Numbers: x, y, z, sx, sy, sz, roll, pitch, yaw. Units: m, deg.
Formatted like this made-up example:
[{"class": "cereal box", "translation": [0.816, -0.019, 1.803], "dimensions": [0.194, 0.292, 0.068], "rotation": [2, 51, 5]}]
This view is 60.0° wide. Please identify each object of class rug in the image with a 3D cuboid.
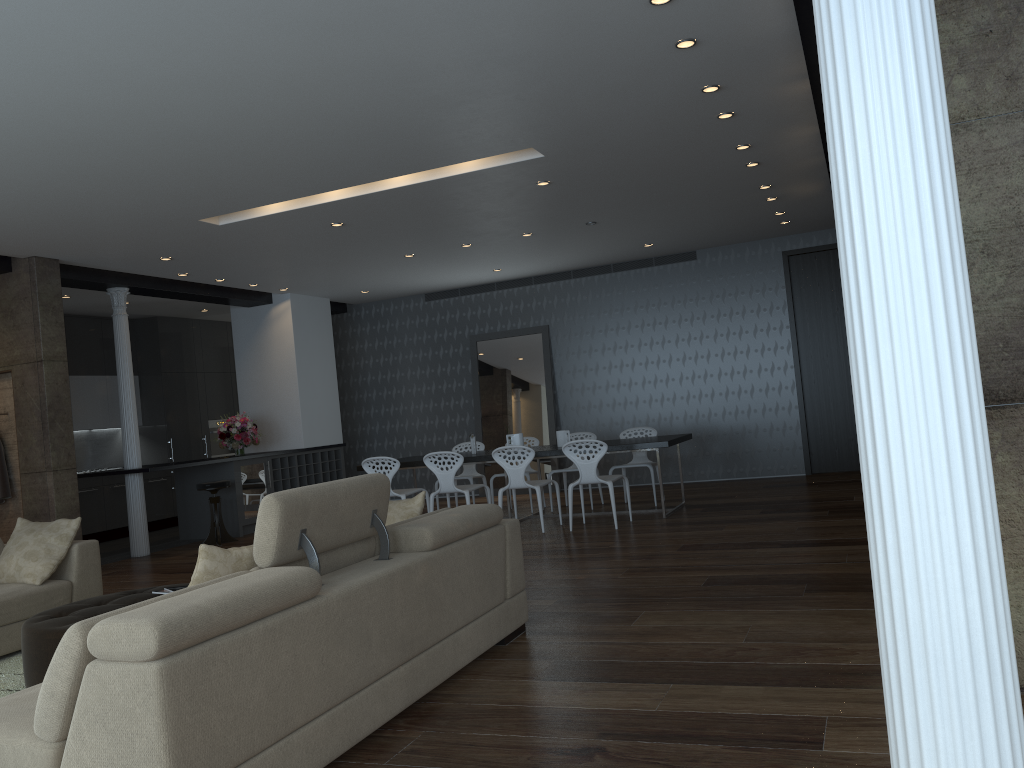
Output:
[{"class": "rug", "translation": [-2.218, 1.485, 3.750], "dimensions": [2.972, 0.020, 4.231], "rotation": [-6, -2, 22]}]

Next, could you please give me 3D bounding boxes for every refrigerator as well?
[{"class": "refrigerator", "translation": [-3.119, 1.287, 10.728], "dimensions": [0.075, 0.774, 0.578], "rotation": [-7, -2, 26]}]

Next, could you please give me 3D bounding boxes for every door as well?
[{"class": "door", "translation": [4.020, -0.314, 10.999], "dimensions": [1.000, 2.814, 0.246], "rotation": [-6, -2, 22]}]

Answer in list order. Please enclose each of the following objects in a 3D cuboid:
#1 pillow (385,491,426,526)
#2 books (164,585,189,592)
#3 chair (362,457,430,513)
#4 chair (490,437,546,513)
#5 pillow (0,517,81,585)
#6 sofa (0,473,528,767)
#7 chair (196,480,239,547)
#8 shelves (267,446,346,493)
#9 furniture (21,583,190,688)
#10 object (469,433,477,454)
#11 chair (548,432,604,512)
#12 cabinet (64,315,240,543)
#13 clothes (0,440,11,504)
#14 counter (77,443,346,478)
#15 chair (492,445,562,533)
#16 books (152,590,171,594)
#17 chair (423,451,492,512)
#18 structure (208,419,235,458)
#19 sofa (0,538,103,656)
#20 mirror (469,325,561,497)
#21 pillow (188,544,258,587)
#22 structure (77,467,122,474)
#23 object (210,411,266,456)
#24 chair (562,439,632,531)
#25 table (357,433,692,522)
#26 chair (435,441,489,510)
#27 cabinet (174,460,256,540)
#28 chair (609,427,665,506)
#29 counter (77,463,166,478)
[{"class": "pillow", "translation": [-0.730, 0.791, 4.702], "dimensions": [0.518, 0.393, 0.395], "rotation": [-7, -2, 25]}, {"class": "books", "translation": [-1.707, 1.090, 4.722], "dimensions": [0.220, 0.040, 0.301], "rotation": [-5, -2, -33]}, {"class": "chair", "translation": [-1.198, 1.135, 9.037], "dimensions": [0.495, 0.835, 0.581], "rotation": [-6, -2, 22]}, {"class": "chair", "translation": [0.075, 1.046, 10.253], "dimensions": [0.495, 0.835, 0.581], "rotation": [-6, -2, 22]}, {"class": "pillow", "translation": [-3.034, 1.048, 5.633], "dimensions": [0.518, 0.393, 0.395], "rotation": [-6, -2, 18]}, {"class": "sofa", "translation": [-0.891, 0.883, 3.674], "dimensions": [1.021, 0.950, 2.581], "rotation": [-6, -2, 22]}, {"class": "chair", "translation": [-0.570, 1.237, 7.996], "dimensions": [21.556, 0.952, 16.134], "rotation": [-6, -2, 22]}, {"class": "shelves", "translation": [-3.085, 1.381, 11.947], "dimensions": [0.900, 0.897, 1.700], "rotation": [-6, -2, 22]}, {"class": "furniture", "translation": [-1.928, 1.294, 4.583], "dimensions": [1.057, 0.355, 1.057], "rotation": [-6, -2, 24]}, {"class": "object", "translation": [-0.430, 0.643, 9.624], "dimensions": [0.076, 0.233, 0.161], "rotation": [-6, -2, 3]}, {"class": "chair", "translation": [0.723, 0.974, 9.992], "dimensions": [0.495, 0.835, 0.581], "rotation": [-6, -2, 22]}, {"class": "cabinet", "translation": [-5.177, 0.559, 12.736], "dimensions": [0.827, 2.980, 7.409], "rotation": [-6, -2, 22]}, {"class": "clothes", "translation": [-5.037, 0.801, 8.430], "dimensions": [0.700, 0.735, 0.173], "rotation": [-6, -2, 20]}, {"class": "counter", "translation": [-3.505, 0.924, 11.034], "dimensions": [1.000, 0.040, 3.700], "rotation": [-6, -2, 22]}, {"class": "chair", "translation": [0.124, 0.986, 8.489], "dimensions": [0.495, 0.835, 0.581], "rotation": [-6, -2, 22]}, {"class": "books", "translation": [-1.728, 1.099, 4.707], "dimensions": [0.300, 0.031, 0.219], "rotation": [-7, -2, 37]}, {"class": "chair", "translation": [-0.553, 1.062, 8.771], "dimensions": [0.495, 0.835, 0.581], "rotation": [-6, -2, 22]}, {"class": "structure", "translation": [-4.651, 0.868, 13.656], "dimensions": [0.591, 0.596, 0.595], "rotation": [-6, -2, 22]}, {"class": "sofa", "translation": [-3.609, 1.187, 4.772], "dimensions": [1.021, 0.950, 2.581], "rotation": [-6, -2, 22]}, {"class": "mirror", "translation": [0.025, 0.385, 12.369], "dimensions": [1.200, 2.294, 0.240], "rotation": [-6, -2, 22]}, {"class": "pillow", "translation": [-1.041, 0.768, 3.334], "dimensions": [0.368, 0.416, 0.519], "rotation": [-7, -2, 26]}, {"class": "structure", "translation": [-5.576, 1.156, 11.498], "dimensions": [0.520, 0.066, 0.900], "rotation": [-6, -2, 22]}, {"class": "object", "translation": [-3.420, 0.620, 11.063], "dimensions": [0.570, 0.552, 0.544], "rotation": [-7, -2, 28]}, {"class": "chair", "translation": [0.773, 0.914, 8.247], "dimensions": [0.495, 0.835, 0.581], "rotation": [-6, -2, 22]}, {"class": "table", "translation": [0.152, 1.066, 9.463], "dimensions": [3.400, 0.733, 1.200], "rotation": [-6, -2, 22]}, {"class": "chair", "translation": [-0.573, 1.118, 10.515], "dimensions": [0.495, 0.835, 0.581], "rotation": [-6, -2, 22]}, {"class": "cabinet", "translation": [-3.523, 1.391, 10.861], "dimensions": [0.900, 0.897, 0.642], "rotation": [-6, -2, 22]}, {"class": "chair", "translation": [1.370, 0.901, 9.730], "dimensions": [0.495, 0.835, 0.581], "rotation": [-6, -2, 22]}, {"class": "counter", "translation": [-5.829, 1.274, 10.951], "dimensions": [0.807, 0.223, 3.597], "rotation": [-6, -2, 22]}]
